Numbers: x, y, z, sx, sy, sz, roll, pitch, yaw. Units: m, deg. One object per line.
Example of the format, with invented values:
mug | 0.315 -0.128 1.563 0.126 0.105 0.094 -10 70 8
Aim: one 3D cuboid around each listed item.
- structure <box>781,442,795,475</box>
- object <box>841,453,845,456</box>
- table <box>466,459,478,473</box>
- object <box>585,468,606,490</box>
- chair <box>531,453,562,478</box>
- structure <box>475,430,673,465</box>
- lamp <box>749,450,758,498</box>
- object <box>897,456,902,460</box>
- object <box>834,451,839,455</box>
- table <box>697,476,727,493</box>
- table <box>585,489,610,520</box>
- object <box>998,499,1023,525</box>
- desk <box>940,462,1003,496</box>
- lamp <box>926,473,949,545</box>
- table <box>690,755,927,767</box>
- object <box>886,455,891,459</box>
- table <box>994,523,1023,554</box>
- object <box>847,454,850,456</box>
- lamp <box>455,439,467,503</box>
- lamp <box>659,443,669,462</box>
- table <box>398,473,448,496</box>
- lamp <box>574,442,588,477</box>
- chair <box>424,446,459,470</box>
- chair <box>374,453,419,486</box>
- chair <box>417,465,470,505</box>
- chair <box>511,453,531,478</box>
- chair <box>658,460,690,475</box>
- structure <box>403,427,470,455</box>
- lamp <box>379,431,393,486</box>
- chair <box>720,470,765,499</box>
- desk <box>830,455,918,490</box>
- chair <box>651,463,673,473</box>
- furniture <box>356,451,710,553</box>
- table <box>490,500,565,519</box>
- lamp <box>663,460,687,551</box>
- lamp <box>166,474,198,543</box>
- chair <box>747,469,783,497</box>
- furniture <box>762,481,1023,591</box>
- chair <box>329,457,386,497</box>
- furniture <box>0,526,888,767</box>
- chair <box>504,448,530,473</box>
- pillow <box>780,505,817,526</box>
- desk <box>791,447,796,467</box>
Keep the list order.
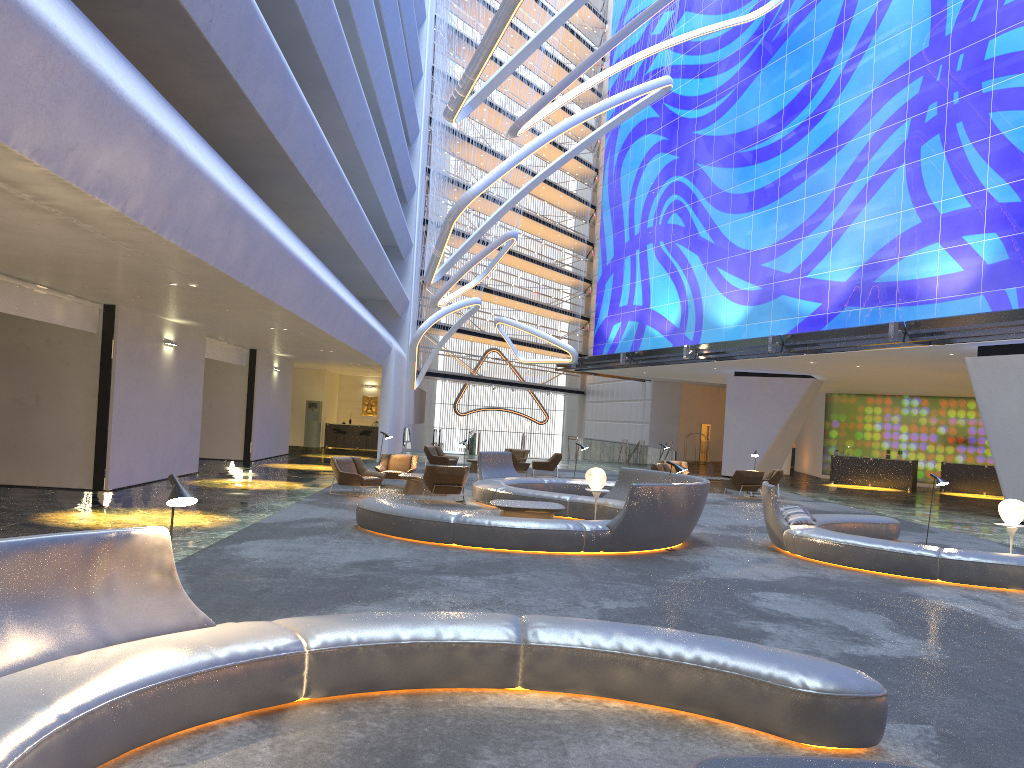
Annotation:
structure | 12.273 3.022 39.644 1.023 2.050 0.772 4 -1 -24
object | 12.803 2.712 34.272 0.107 0.108 0.111 3 -2 32
table | -0.814 2.626 28.174 1.202 0.392 1.204 3 -2 15
object | 1.459 1.651 15.447 0.367 0.387 0.318 3 -1 5
chair | 1.092 2.553 28.105 0.938 0.766 0.930 3 -1 -1
structure | 2.289 6.968 50.712 9.305 8.396 19.744 3 -2 -3
lamp | 6.560 2.441 24.014 0.202 1.300 0.384 3 0 14
object | 14.509 2.749 33.148 0.150 0.145 0.150 3 -2 31
object | 12.595 2.686 34.404 0.149 0.149 0.149 3 -1 32
table | 5.668 2.901 25.591 1.203 0.392 1.204 3 -2 -2
table | 1.470 2.145 15.476 0.418 0.595 0.428 3 -1 -3
object | 7.486 1.916 13.257 0.367 0.387 0.318 4 -1 -20
desk | 17.482 3.524 32.650 2.975 1.097 0.814 2 -2 34
lamp | 6.514 2.030 13.647 0.202 1.300 0.384 4 0 -27
table | 1.284 1.764 3.193 1.203 0.392 1.204 3 -2 -2
object | 14.154 2.736 33.347 0.150 0.145 0.150 3 -2 31
table | 7.481 2.409 13.301 0.418 0.595 0.427 4 -1 -28
object | 12.970 2.737 34.165 0.072 0.070 0.073 3 -2 32
lamp | -1.020 1.764 18.029 0.202 1.300 0.384 3 0 14
lamp | 4.554 2.437 26.885 0.384 1.300 0.202 3 0 15
table | -1.911 2.224 19.606 1.203 0.392 1.204 3 -2 -3
lamp | 1.596 2.035 21.042 0.384 1.300 0.202 3 0 15
chair | -2.241 2.348 27.813 0.938 0.766 0.930 3 -2 22
chair | -2.699 2.047 20.859 0.929 0.766 0.939 3 -1 3
chair | -1.366 2.004 17.784 0.930 0.766 0.938 4 -2 -19
chair | -0.064 2.424 26.518 0.940 0.766 0.929 5 -2 -41
chair | 4.880 2.724 26.844 0.929 0.766 0.939 3 -1 3
structure | -4.103 6.533 49.968 3.017 8.236 19.839 3 -2 -3
lamp | -3.025 1.761 20.900 0.384 1.300 0.202 3 0 15
chair | 6.213 2.681 23.769 0.930 0.766 0.938 4 -2 -19
desk | 13.798 3.357 33.861 2.975 1.097 0.814 2 -2 36
chair | 4.344 2.595 24.365 0.938 0.766 0.930 2 -2 31
furniture | 1.051 1.957 16.397 5.183 0.969 9.938 3 -2 14
table | 0.239 2.144 14.375 1.203 0.392 1.204 3 -2 -2
lamp | 2.322 1.754 12.823 0.384 1.300 0.202 3 0 15
lamp | -2.068 1.205 5.380 0.202 1.300 0.384 4 -1 -43
chair | 7.170 2.793 25.195 0.938 0.766 0.930 3 -1 6
furniture | 6.899 2.083 10.986 5.187 0.969 9.930 4 -2 -11
chair | -3.236 1.919 18.380 0.938 0.766 0.930 2 -2 31
furniture | -0.041 1.298 1.294 5.186 0.969 9.931 4 -2 -6
chair | 0.045 2.546 29.466 0.929 0.766 0.940 3 -2 24
pillow | 4.295 1.989 13.489 0.692 0.262 0.878 3 -2 6
desk | 15.280 4.071 49.809 2.975 1.097 0.814 2 -2 36
